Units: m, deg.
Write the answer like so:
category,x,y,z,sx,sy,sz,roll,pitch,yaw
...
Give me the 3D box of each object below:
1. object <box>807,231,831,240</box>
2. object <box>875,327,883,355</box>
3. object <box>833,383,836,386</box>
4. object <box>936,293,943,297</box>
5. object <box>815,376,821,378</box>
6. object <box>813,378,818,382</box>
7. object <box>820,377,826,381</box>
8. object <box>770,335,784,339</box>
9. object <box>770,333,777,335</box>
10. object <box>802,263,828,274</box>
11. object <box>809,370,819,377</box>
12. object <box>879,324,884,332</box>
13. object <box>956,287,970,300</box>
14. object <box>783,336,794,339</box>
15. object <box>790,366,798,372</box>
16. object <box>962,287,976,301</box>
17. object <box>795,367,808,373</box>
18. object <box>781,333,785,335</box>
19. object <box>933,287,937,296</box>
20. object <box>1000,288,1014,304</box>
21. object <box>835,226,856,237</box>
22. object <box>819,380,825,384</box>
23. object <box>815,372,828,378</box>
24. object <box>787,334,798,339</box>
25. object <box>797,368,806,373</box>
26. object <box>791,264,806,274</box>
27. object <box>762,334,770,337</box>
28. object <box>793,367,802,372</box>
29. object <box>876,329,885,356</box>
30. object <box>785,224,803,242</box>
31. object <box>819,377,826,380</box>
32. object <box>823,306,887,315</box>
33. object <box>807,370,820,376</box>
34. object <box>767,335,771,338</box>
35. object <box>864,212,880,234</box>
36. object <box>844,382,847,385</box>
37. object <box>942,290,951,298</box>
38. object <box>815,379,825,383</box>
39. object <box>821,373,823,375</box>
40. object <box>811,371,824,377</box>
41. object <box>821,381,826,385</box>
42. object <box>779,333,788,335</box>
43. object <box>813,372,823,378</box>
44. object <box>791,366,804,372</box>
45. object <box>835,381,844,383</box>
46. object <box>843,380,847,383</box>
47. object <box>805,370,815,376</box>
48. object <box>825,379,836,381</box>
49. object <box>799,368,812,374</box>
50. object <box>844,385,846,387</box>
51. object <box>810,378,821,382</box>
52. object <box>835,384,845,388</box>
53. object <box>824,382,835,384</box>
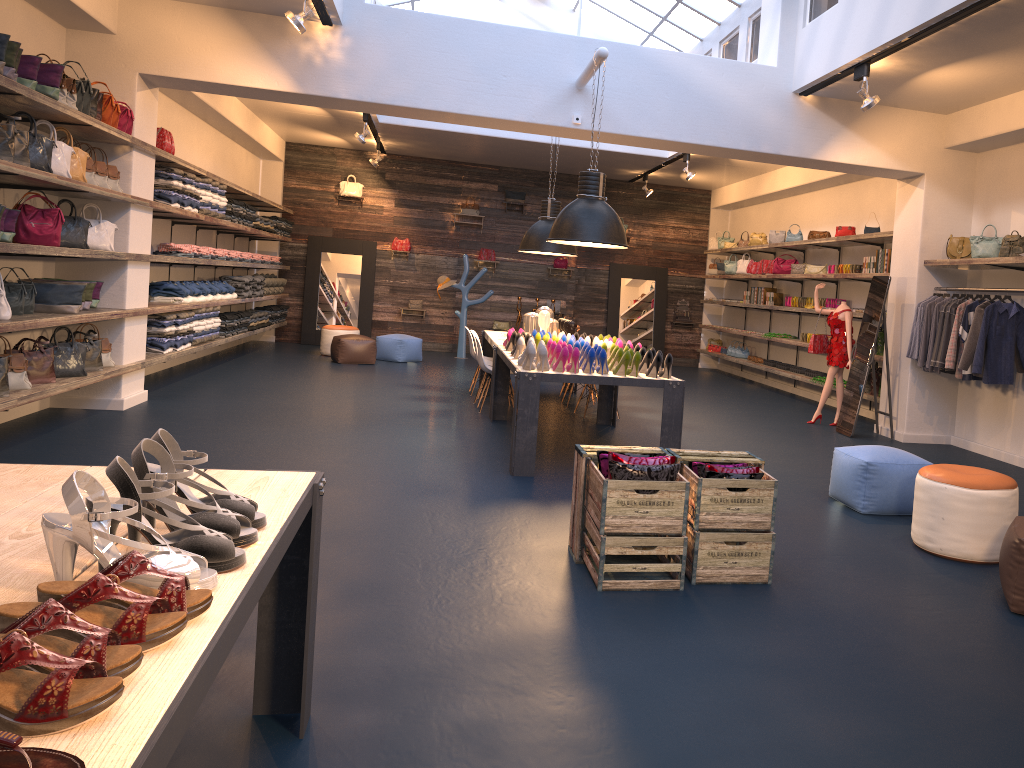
category,x,y,z,sx,sy,sz,roll,pitch,yaw
object,4.348,-2.084,12.203,0.361,0.140,0.405,5,6,2
object,4.466,-0.516,10.430,0.382,0.338,0.214,4,3,-5
object,4.198,0.015,11.219,0.245,0.058,0.080,3,5,-17
object,4.506,-0.912,9.145,0.447,0.219,0.010,3,2,-14
object,4.217,-0.077,11.798,0.242,0.063,0.081,4,5,-8
object,4.167,-0.047,11.741,0.245,0.058,0.080,3,5,-17
object,4.233,-0.057,11.622,0.240,0.064,0.084,4,5,-6
object,4.050,-0.717,13.302,0.245,0.058,0.080,3,5,-17
object,4.107,-0.758,13.452,0.240,0.064,0.084,4,5,-6
object,4.301,-1.639,12.367,0.339,0.174,0.248,8,6,32
object,4.296,-0.140,12.301,0.181,0.087,0.068,6,4,11
object,4.468,-0.562,10.600,0.375,0.389,0.179,5,3,2
object,4.544,-0.863,8.736,0.447,0.219,0.010,3,2,-14
object,4.220,-0.708,13.345,0.245,0.058,0.080,3,5,-17
object,4.240,-0.222,12.976,0.180,0.087,0.068,6,4,13
object,4.552,-0.852,8.641,0.447,0.219,0.010,3,2,-14
object,4.257,-0.198,12.774,0.177,0.087,0.069,7,4,20
object,4.297,-0.755,13.583,0.251,0.074,0.078,2,5,-26
object,4.501,-0.920,9.210,0.447,0.219,0.010,3,2,-14
object,4.614,-0.784,8.088,0.447,0.219,0.010,3,2,-14
object,4.376,-1.994,11.391,0.261,0.149,0.121,7,4,24
object,4.182,-0.026,11.565,0.245,0.058,0.080,3,5,-17
object,4.314,-0.116,12.100,0.178,0.087,0.069,6,4,17
object,4.312,-0.736,13.407,0.255,0.067,0.078,1,6,-33
object,4.262,-0.190,12.709,0.175,0.087,0.070,7,5,25
object,4.260,-1.703,12.888,0.248,0.175,0.113,9,6,43
object,4.026,-0.760,13.659,0.245,0.058,0.080,3,5,-17
object,4.252,-0.206,12.843,0.177,0.087,0.069,7,4,20
object,4.451,-0.504,10.232,0.355,0.355,0.157,4,3,-12
object,4.258,-2.263,13.068,0.259,0.282,0.102,6,3,25
object,4.253,-0.064,11.712,0.240,0.068,0.082,4,5,-6
object,4.451,-0.938,11.106,0.495,0.060,1.485,4,7,-6
object,4.291,-0.149,12.369,0.185,0.087,0.066,5,4,3
object,4.035,-0.738,13.478,0.245,0.058,0.080,3,5,-17
object,4.440,-1.971,10.684,0.191,0.279,0.062,6,2,20
object,4.304,0.009,11.106,0.241,0.067,0.083,4,5,-6
object,4.520,-0.899,9.029,0.447,0.219,0.010,3,2,-14
object,4.161,-0.037,11.649,0.245,0.058,0.080,3,5,-17
object,4.314,-0.143,12.095,0.045,0.022,0.012,6,3,15
object,4.302,-0.132,12.233,0.181,0.087,0.068,6,4,11
object,4.176,-0.016,11.473,0.245,0.058,0.080,3,5,-17
object,4.261,-0.773,13.695,0.223,0.053,0.090,7,6,20
object,4.308,-0.124,12.167,0.180,0.087,0.068,6,4,13
object,4.245,-0.214,12.910,0.178,0.087,0.069,6,4,17
object,4.289,-0.012,11.283,0.240,0.068,0.082,4,5,-6
object,4.423,-0.019,11.435,0.223,0.053,0.090,7,6,20
object,4.285,-0.156,12.434,0.184,0.087,0.067,5,4,4
object,4.268,-0.043,11.536,0.241,0.067,0.083,4,5,-6
object,4.268,-0.182,12.644,0.174,0.087,0.071,8,5,30
object,4.213,0.037,11.043,0.245,0.058,0.080,3,5,-17
object,4.152,-0.058,11.830,0.245,0.058,0.080,3,5,-17
object,4.219,0.027,11.135,0.245,0.058,0.080,3,5,-17
object,4.188,-0.006,11.400,0.245,0.058,0.080,3,5,-17
